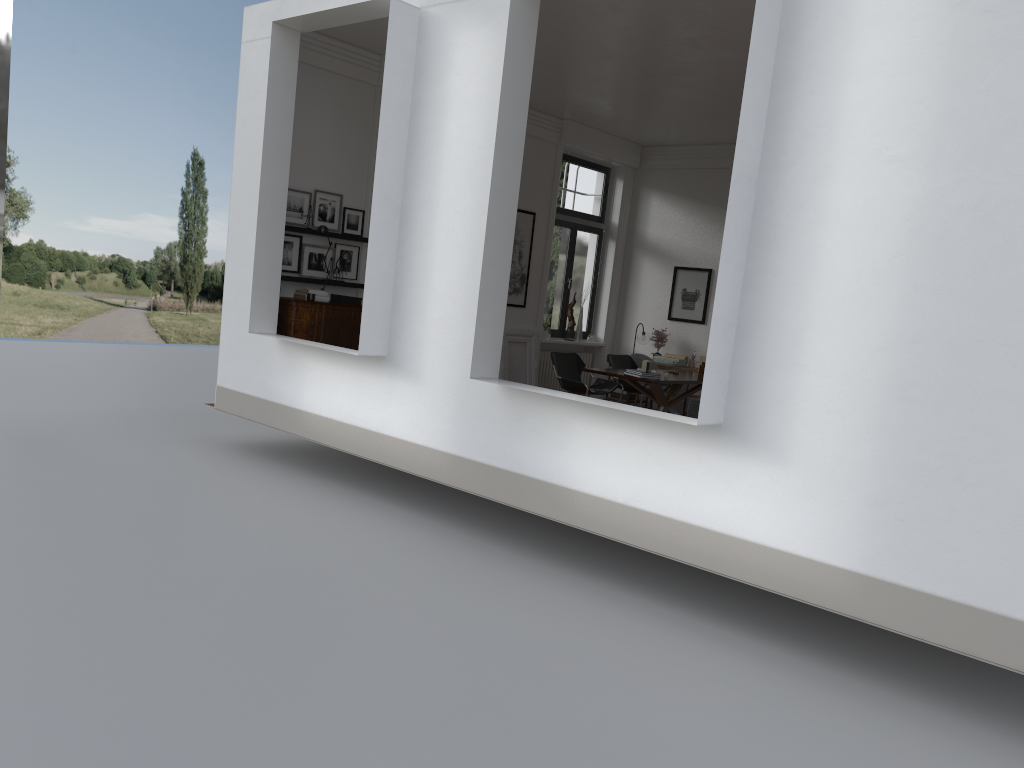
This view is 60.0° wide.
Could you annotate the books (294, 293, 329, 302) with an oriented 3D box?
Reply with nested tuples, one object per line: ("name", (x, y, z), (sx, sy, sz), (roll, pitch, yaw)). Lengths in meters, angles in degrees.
("books", (-2.139, -0.920, 9.446), (0.229, 0.057, 0.294), (12, 8, 41))

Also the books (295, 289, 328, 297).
("books", (-2.137, -0.971, 9.445), (0.254, 0.044, 0.239), (12, 8, 41))

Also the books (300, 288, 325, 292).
("books", (-2.120, -0.996, 9.424), (0.179, 0.014, 0.200), (12, 8, 41))

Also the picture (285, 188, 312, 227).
("picture", (-2.329, -1.889, 9.470), (0.020, 0.368, 0.415), (13, 9, 41))

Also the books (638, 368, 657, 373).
("books", (1.656, -0.156, 10.862), (0.231, 0.026, 0.325), (7, 6, 7))

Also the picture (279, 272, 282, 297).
("picture", (-2.508, -1.045, 9.245), (0.020, 0.258, 0.213), (13, 9, 41))

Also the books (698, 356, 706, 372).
("books", (2.576, -0.233, 11.562), (0.309, 0.240, 0.043), (12, 9, 41))

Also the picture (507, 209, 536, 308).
("picture", (-0.044, -1.724, 12.067), (0.035, 1.327, 0.882), (13, 9, 41))

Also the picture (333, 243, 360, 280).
("picture", (-1.888, -1.389, 10.088), (0.020, 0.385, 0.343), (13, 9, 41))

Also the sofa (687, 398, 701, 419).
("sofa", (3.147, 0.509, 9.873), (1.259, 0.831, 2.644), (12, 8, 41))

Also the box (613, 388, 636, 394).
("box", (1.707, 0.102, 13.417), (0.237, 0.066, 0.256), (12, 8, 42))

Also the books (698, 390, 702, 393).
("books", (2.721, 0.103, 12.475), (0.225, 0.038, 0.308), (12, 8, 41))

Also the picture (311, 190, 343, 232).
("picture", (-2.039, -1.909, 9.787), (0.020, 0.410, 0.369), (13, 9, 41))

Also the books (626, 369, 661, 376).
("books", (1.481, -0.132, 9.996), (0.250, 0.017, 0.343), (4, 6, -23))

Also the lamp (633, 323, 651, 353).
("lamp", (1.923, -0.647, 13.404), (0.208, 0.551, 0.440), (3, 7, -25))

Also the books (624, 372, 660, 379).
("books", (1.462, -0.096, 10.003), (0.264, 0.027, 0.346), (4, 6, -23))

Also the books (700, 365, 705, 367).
("books", (2.527, -0.174, 11.488), (0.220, 0.125, 0.028), (12, 9, 41))

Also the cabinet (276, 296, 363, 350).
("cabinet", (-2.059, -0.286, 9.619), (0.639, 1.221, 1.266), (12, 9, 41))

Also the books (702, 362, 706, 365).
("books", (2.529, -0.202, 11.547), (0.128, 0.158, 0.041), (12, 9, 41))

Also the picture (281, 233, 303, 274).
("picture", (-2.419, -1.402, 9.491), (0.020, 0.407, 0.373), (13, 9, 41))

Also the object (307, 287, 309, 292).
("object", (-2.098, -0.938, 9.162), (0.050, 0.119, 0.010), (0, 10, -45))

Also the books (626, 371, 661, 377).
("books", (1.479, -0.115, 9.998), (0.250, 0.017, 0.343), (4, 6, -23))

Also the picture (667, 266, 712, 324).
("picture", (2.655, -1.331, 13.250), (0.632, 0.818, 0.050), (12, 9, 41))

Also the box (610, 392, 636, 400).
("box", (1.701, 0.178, 13.424), (0.295, 0.083, 0.317), (12, 8, 41))

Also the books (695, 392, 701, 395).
("books", (2.717, 0.139, 12.467), (0.225, 0.038, 0.308), (11, 8, 40))

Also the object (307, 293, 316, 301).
("object", (-2.085, -0.899, 9.200), (0.091, 0.077, 0.091), (8, 6, 15))

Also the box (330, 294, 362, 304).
("box", (-1.849, -0.945, 9.886), (0.208, 0.087, 0.282), (12, 8, 41))

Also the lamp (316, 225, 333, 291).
("lamp", (-2.029, -1.296, 9.580), (0.174, 0.804, 0.490), (7, 7, 6))

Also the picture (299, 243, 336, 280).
("picture", (-2.149, -1.346, 9.805), (0.020, 0.366, 0.433), (13, 9, 41))

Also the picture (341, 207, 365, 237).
("picture", (-1.803, -1.836, 10.067), (0.020, 0.304, 0.289), (13, 9, 41))

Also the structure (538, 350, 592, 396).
("structure", (0.720, -0.115, 13.673), (0.225, 0.780, 1.453), (13, 8, 41))
